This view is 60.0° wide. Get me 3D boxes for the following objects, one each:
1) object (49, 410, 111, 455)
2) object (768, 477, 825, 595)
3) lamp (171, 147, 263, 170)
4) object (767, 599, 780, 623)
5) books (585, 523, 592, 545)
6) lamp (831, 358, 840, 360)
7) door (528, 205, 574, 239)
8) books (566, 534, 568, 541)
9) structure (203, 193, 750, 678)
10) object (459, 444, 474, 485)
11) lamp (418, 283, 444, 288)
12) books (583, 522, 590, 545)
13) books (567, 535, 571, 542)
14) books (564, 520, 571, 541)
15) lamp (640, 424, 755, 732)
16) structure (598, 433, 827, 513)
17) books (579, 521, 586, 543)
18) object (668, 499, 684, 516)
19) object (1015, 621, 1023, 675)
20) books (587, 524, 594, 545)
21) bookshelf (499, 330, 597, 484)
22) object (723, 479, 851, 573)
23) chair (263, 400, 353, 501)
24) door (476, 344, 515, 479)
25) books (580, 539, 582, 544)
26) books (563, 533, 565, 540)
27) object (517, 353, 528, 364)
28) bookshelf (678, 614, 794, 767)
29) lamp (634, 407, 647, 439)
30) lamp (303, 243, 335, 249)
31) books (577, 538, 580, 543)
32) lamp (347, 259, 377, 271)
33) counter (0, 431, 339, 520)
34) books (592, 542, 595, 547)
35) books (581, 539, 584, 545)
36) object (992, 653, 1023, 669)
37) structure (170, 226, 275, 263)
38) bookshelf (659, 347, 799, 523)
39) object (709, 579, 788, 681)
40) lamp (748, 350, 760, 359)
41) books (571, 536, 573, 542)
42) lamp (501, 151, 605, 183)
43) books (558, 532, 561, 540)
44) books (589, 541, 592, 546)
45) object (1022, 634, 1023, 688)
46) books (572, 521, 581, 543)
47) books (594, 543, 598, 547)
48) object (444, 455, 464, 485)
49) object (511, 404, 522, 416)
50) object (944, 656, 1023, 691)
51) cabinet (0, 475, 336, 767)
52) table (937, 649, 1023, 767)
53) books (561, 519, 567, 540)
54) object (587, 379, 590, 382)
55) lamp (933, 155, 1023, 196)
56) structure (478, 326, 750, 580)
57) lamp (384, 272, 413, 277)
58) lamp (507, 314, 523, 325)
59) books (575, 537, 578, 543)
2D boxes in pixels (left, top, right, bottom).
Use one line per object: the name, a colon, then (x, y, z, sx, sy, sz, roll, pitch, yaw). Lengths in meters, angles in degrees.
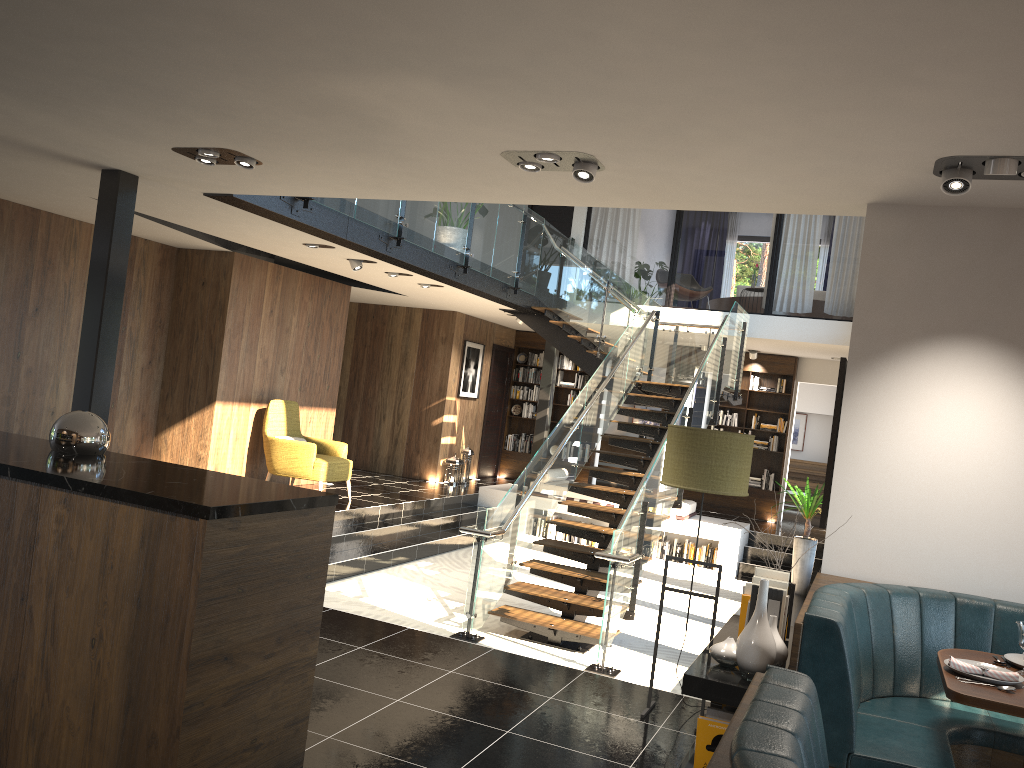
object: (-1.773, 0.222, 3.641, 0.227, 0.228, 0.227, 7, 0, -17)
object: (3.390, 1.756, 10.276, 0.876, 1.338, 0.830, 7, 0, 12)
lamp: (-1.763, -1.422, 5.327, 0.501, 0.194, 0.349, 7, -1, 23)
object: (1.100, 1.051, 3.773, 0.047, 0.262, 0.020, 7, 0, 23)
books: (1.093, 2.135, 12.637, 0.020, 0.305, 0.172, 7, 0, 23)
lamp: (5.061, -0.446, 13.754, 0.195, 0.158, 0.347, 7, -1, 23)
door: (0.640, -2.414, 16.002, 0.930, 2.347, 0.104, 7, 0, 23)
books: (0.832, 2.126, 12.754, 0.019, 0.261, 0.183, 7, 0, 23)
structure: (0.265, 0.167, 9.402, 3.445, 4.868, 7.284, 7, -1, 22)
object: (-0.732, 1.276, 14.182, 0.182, 0.643, 0.182, 7, 0, 23)
lamp: (-0.975, -1.240, 10.718, 0.346, 0.177, 0.195, 7, -1, 23)
books: (1.074, 2.133, 12.650, 0.026, 0.305, 0.187, 7, 0, 23)
books: (0.851, 2.118, 12.737, 0.028, 0.282, 0.173, 7, 0, 23)
books: (0.804, 2.112, 12.800, 0.025, 0.285, 0.137, 7, 0, 23)
lamp: (0.977, 0.955, 4.488, 0.638, 1.445, 0.437, 7, 0, -42)
structure: (3.665, 1.739, 18.395, 6.272, 0.982, 0.886, 7, 0, 23)
books: (1.010, 2.125, 12.693, 0.023, 0.308, 0.126, 7, 0, 23)
object: (2.153, 1.870, 12.652, 0.466, 0.510, 1.167, 7, -1, 23)
object: (2.012, 1.035, 3.463, 0.098, 0.192, 0.098, 7, 0, 20)
books: (1.114, 2.144, 12.632, 0.023, 0.293, 0.157, 7, 0, 23)
bookshelf: (0.739, 0.458, 15.909, 1.702, 2.682, 0.273, 7, 0, 23)
object: (1.272, 0.846, 4.404, 0.608, 0.744, 0.406, 7, 0, -17)
chair: (-2.413, 0.784, 10.471, 1.030, 1.097, 0.808, 7, 0, 22)
door: (-0.319, 0.497, 15.673, 0.104, 2.347, 0.931, 7, 0, 23)
books: (1.027, 2.137, 12.676, 0.025, 0.287, 0.169, 7, 0, 23)
books: (0.779, 2.128, 12.811, 0.026, 0.247, 0.149, 7, 0, 23)
object: (0.182, -0.463, 16.149, 0.212, 0.222, 0.082, 7, 0, 23)
bookshelf: (1.050, 1.439, 4.001, 0.356, 0.500, 1.305, 7, -1, 23)
lamp: (2.801, 0.798, 18.732, 0.470, 0.725, 0.470, 7, 0, 15)
lamp: (-1.859, -1.390, 8.568, 0.346, 0.158, 0.195, 7, -1, 23)
books: (0.984, 2.140, 12.704, 0.029, 0.271, 0.129, 7, 0, 23)
lamp: (-1.569, -1.299, 9.285, 0.346, 0.247, 0.195, 7, 0, 23)
counter: (-2.426, 0.219, 3.710, 3.571, 0.041, 0.698, 7, -1, 23)
books: (1.190, 2.184, 12.579, 0.028, 0.232, 0.206, 7, 0, 23)
books: (1.040, 2.159, 12.645, 0.027, 0.246, 0.193, 7, 0, 23)
object: (2.111, 1.120, 3.566, 0.324, 0.051, 0.269, 7, -1, 26)
structure: (-5.568, -0.589, 9.376, 1.963, 3.017, 6.666, 7, -1, 23)
bookshelf: (3.511, 0.792, 14.750, 2.089, 2.682, 0.273, 7, 0, 23)
object: (0.999, 0.975, 3.586, 0.319, 0.398, 0.316, 7, 0, -1)
lamp: (3.888, -0.528, 14.242, 0.195, 0.277, 0.347, 7, 0, 23)
books: (0.889, 2.147, 12.734, 0.050, 0.234, 0.149, 7, 0, 23)
lamp: (0.213, -1.166, 4.500, 0.501, 0.231, 0.349, 7, -1, 23)
books: (0.716, 2.107, 12.764, 0.021, 0.270, 0.148, 7, 0, 23)
books: (1.143, 2.169, 12.635, 0.034, 0.252, 0.151, 7, 0, 23)
object: (1.907, 1.019, 3.234, 0.098, 0.192, 0.098, 7, 0, 20)
books: (0.923, 2.118, 12.697, 0.033, 0.299, 0.196, 7, 0, 23)
books: (1.231, 2.176, 12.572, 0.050, 0.258, 0.215, 7, 0, 23)
object: (-0.921, 1.330, 14.008, 0.262, 0.483, 0.262, 7, 0, 23)
object: (0.086, 0.479, 16.166, 0.212, 0.222, 0.082, 7, 0, 23)
object: (1.766, 1.074, 3.321, 0.269, 0.051, 0.325, 7, -1, 26)
cabinet: (-2.492, 0.733, 3.711, 3.562, 0.994, 0.698, 7, 0, 23)
table: (2.332, 1.501, 3.159, 1.537, 0.661, 0.823, 7, -1, 23)
books: (0.745, 2.098, 12.777, 0.020, 0.295, 0.102, 7, 0, 23)
object: (1.416, 0.002, 15.624, 0.212, 0.222, 0.082, 7, 0, 23)
lamp: (2.054, -0.936, 3.731, 0.501, 0.248, 0.349, 7, -1, 23)
structure: (1.591, 0.792, 12.928, 3.779, 3.245, 1.149, 7, 0, 23)
lamp: (-1.271, -1.287, 10.001, 0.346, 0.177, 0.195, 7, -1, 23)
lamp: (0.085, -1.027, 13.300, 0.346, 0.262, 0.195, 7, 0, 23)
books: (0.954, 2.125, 12.698, 0.025, 0.293, 0.205, 7, 0, 23)
